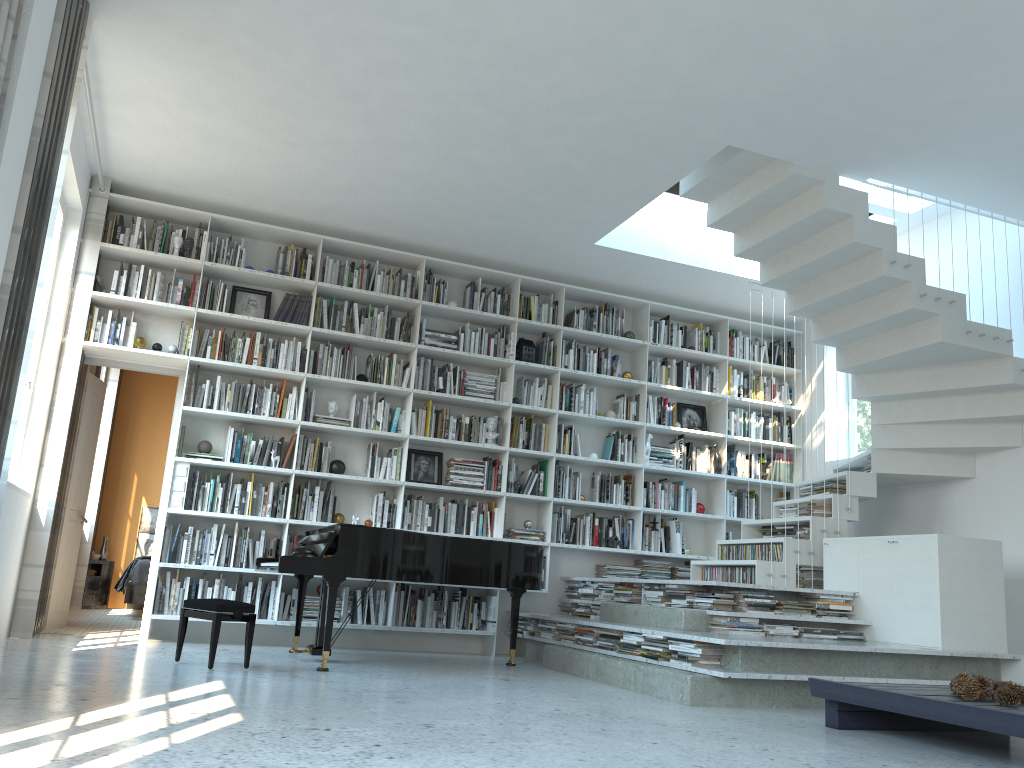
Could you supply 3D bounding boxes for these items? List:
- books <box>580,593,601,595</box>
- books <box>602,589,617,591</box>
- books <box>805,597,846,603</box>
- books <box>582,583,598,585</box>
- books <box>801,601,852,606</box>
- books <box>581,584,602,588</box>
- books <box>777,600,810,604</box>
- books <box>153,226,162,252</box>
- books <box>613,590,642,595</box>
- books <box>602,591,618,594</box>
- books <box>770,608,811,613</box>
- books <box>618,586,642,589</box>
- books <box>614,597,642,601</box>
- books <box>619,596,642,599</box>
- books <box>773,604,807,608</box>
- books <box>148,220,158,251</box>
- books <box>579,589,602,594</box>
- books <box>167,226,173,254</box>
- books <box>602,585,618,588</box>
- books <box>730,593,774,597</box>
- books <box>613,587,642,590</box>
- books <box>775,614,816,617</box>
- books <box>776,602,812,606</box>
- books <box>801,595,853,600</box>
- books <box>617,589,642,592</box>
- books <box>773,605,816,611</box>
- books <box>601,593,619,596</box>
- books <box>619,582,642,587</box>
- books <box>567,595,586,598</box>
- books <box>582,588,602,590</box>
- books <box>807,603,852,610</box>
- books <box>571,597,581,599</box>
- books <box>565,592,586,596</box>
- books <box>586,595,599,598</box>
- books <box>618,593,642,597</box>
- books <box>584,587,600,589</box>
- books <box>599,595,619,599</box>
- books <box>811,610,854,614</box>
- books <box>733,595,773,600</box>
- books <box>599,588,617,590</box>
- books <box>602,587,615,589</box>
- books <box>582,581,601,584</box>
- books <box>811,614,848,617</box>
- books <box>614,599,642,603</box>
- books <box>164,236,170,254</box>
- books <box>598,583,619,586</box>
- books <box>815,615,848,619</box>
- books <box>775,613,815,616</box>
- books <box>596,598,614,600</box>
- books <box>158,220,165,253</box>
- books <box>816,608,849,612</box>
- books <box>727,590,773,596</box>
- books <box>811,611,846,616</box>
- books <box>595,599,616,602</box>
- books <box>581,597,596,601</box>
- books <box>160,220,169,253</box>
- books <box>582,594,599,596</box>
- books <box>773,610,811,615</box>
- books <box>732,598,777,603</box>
[{"bbox_3d":[0.686,1.690,7.128,0.163,0.008,0.295,9,-14,-22],"label":"books"},{"bbox_3d":[0.808,1.601,6.860,0.144,0.013,0.221,8,-14,-17],"label":"books"},{"bbox_3d":[2.066,1.426,5.848,0.192,0.024,0.167,8,-13,-15],"label":"books"},{"bbox_3d":[0.695,1.618,7.146,0.159,0.007,0.285,9,-14,-21],"label":"books"},{"bbox_3d":[2.067,1.443,5.838,0.261,0.012,0.180,8,-14,-16],"label":"books"},{"bbox_3d":[0.693,1.630,7.142,0.163,0.018,0.290,9,-14,-21],"label":"books"},{"bbox_3d":[1.788,1.410,5.736,0.203,0.011,0.173,10,-14,-25],"label":"books"},{"bbox_3d":[-2.682,-1.048,6.700,0.030,0.257,0.130,9,-13,-20],"label":"books"},{"bbox_3d":[0.899,1.552,6.591,0.179,0.017,0.293,8,-14,-19],"label":"books"},{"bbox_3d":[0.810,1.614,6.858,0.150,0.013,0.215,9,-14,-20],"label":"books"},{"bbox_3d":[1.783,1.460,5.730,0.215,0.015,0.177,8,-14,-19],"label":"books"},{"bbox_3d":[0.923,1.520,6.607,0.128,0.013,0.296,9,-14,-22],"label":"books"},{"bbox_3d":[0.895,1.600,6.580,0.178,0.014,0.247,9,-14,-22],"label":"books"},{"bbox_3d":[0.916,1.589,6.591,0.138,0.017,0.238,9,-14,-21],"label":"books"},{"bbox_3d":[1.782,1.435,5.742,0.179,0.010,0.160,8,-14,-18],"label":"books"},{"bbox_3d":[-2.706,-1.069,6.674,0.039,0.282,0.182,9,-13,-20],"label":"books"},{"bbox_3d":[0.675,1.669,7.128,0.189,0.030,0.238,10,-14,-23],"label":"books"},{"bbox_3d":[-2.596,-1.046,6.725,0.013,0.274,0.158,9,-13,-20],"label":"books"},{"bbox_3d":[0.808,1.571,6.866,0.149,0.013,0.220,8,-14,-17],"label":"books"},{"bbox_3d":[1.527,1.346,5.653,0.228,0.009,0.159,10,-14,-24],"label":"books"},{"bbox_3d":[0.898,1.527,6.595,0.187,0.009,0.261,9,-14,-21],"label":"books"},{"bbox_3d":[1.782,1.489,5.720,0.291,0.007,0.174,8,-14,-17],"label":"books"},{"bbox_3d":[1.785,1.423,5.740,0.246,0.013,0.173,9,-14,-21],"label":"books"},{"bbox_3d":[2.071,1.406,5.842,0.286,0.013,0.181,10,-14,-25],"label":"books"},{"bbox_3d":[0.903,1.538,6.595,0.161,0.012,0.254,8,-14,-16],"label":"books"},{"bbox_3d":[1.789,1.443,5.719,0.273,0.014,0.188,10,-14,-25],"label":"books"},{"bbox_3d":[0.805,1.629,6.854,0.154,0.018,0.221,9,-14,-21],"label":"books"},{"bbox_3d":[0.913,1.499,6.607,0.139,0.028,0.262,7,-13,-15],"label":"books"},{"bbox_3d":[0.579,1.771,7.389,0.163,0.017,0.233,8,-14,-18],"label":"books"},{"bbox_3d":[0.686,1.653,7.135,0.171,0.007,0.207,8,-14,-18],"label":"books"},{"bbox_3d":[2.063,1.465,5.841,0.284,0.030,0.177,9,-14,-19],"label":"books"},{"bbox_3d":[0.591,1.788,7.390,0.134,0.014,0.181,10,-14,-23],"label":"books"},{"bbox_3d":[0.572,1.754,7.389,0.175,0.017,0.266,8,-14,-17],"label":"books"},{"bbox_3d":[0.700,1.715,7.129,0.131,0.021,0.240,8,-14,-18],"label":"books"},{"bbox_3d":[0.906,1.570,6.590,0.159,0.018,0.203,9,-14,-22],"label":"books"},{"bbox_3d":[0.693,1.645,7.140,0.143,0.012,0.264,8,-13,-15],"label":"books"},{"bbox_3d":[0.793,1.647,6.846,0.164,0.023,0.242,8,-14,-16],"label":"books"},{"bbox_3d":[2.065,1.495,5.823,0.281,0.008,0.181,8,-13,-15],"label":"books"},{"bbox_3d":[1.523,1.361,5.658,0.221,0.018,0.154,9,-14,-19],"label":"books"},{"bbox_3d":[0.801,1.590,6.860,0.167,0.008,0.235,9,-14,-21],"label":"books"},{"bbox_3d":[0.807,1.582,6.864,0.160,0.010,0.180,9,-14,-20],"label":"books"},{"bbox_3d":[0.686,1.603,7.145,0.171,0.020,0.194,10,-14,-25],"label":"books"},{"bbox_3d":[2.056,1.522,5.836,0.259,0.009,0.153,10,-14,-23],"label":"books"},{"bbox_3d":[0.888,1.612,6.575,0.182,0.011,0.254,8,-14,-16],"label":"books"},{"bbox_3d":[-2.614,-1.007,6.704,0.024,0.187,0.159,9,-13,-20],"label":"books"},{"bbox_3d":[0.797,1.555,6.865,0.165,0.015,0.243,10,-14,-25],"label":"books"},{"bbox_3d":[2.059,1.530,5.825,0.220,0.011,0.178,9,-14,-22],"label":"books"},{"bbox_3d":[1.783,1.483,5.721,0.287,0.005,0.165,8,-13,-15],"label":"books"},{"bbox_3d":[0.784,1.663,6.839,0.190,0.012,0.235,9,-14,-22],"label":"books"},{"bbox_3d":[-2.654,-1.071,6.700,0.014,0.303,0.146,9,-13,-20],"label":"books"},{"bbox_3d":[2.058,1.488,5.844,0.268,0.014,0.160,9,-14,-21],"label":"books"},{"bbox_3d":[1.520,1.338,5.674,0.261,0.016,0.129,9,-14,-21],"label":"books"},{"bbox_3d":[2.055,1.511,5.844,0.262,0.016,0.132,10,-14,-25],"label":"books"},{"bbox_3d":[0.787,1.675,6.838,0.183,0.012,0.297,9,-14,-21],"label":"books"},{"bbox_3d":[0.682,1.731,7.119,0.173,0.016,0.233,9,-14,-21],"label":"books"},{"bbox_3d":[-2.638,-1.071,6.718,0.029,0.314,0.129,9,-13,-20],"label":"books"},{"bbox_3d":[0.689,1.699,7.128,0.152,0.009,0.259,10,-14,-23],"label":"books"},{"bbox_3d":[1.776,1.477,5.741,0.294,0.014,0.134,10,-14,-23],"label":"books"},{"bbox_3d":[1.531,1.372,5.631,0.230,0.015,0.190,8,-13,-15],"label":"books"}]
